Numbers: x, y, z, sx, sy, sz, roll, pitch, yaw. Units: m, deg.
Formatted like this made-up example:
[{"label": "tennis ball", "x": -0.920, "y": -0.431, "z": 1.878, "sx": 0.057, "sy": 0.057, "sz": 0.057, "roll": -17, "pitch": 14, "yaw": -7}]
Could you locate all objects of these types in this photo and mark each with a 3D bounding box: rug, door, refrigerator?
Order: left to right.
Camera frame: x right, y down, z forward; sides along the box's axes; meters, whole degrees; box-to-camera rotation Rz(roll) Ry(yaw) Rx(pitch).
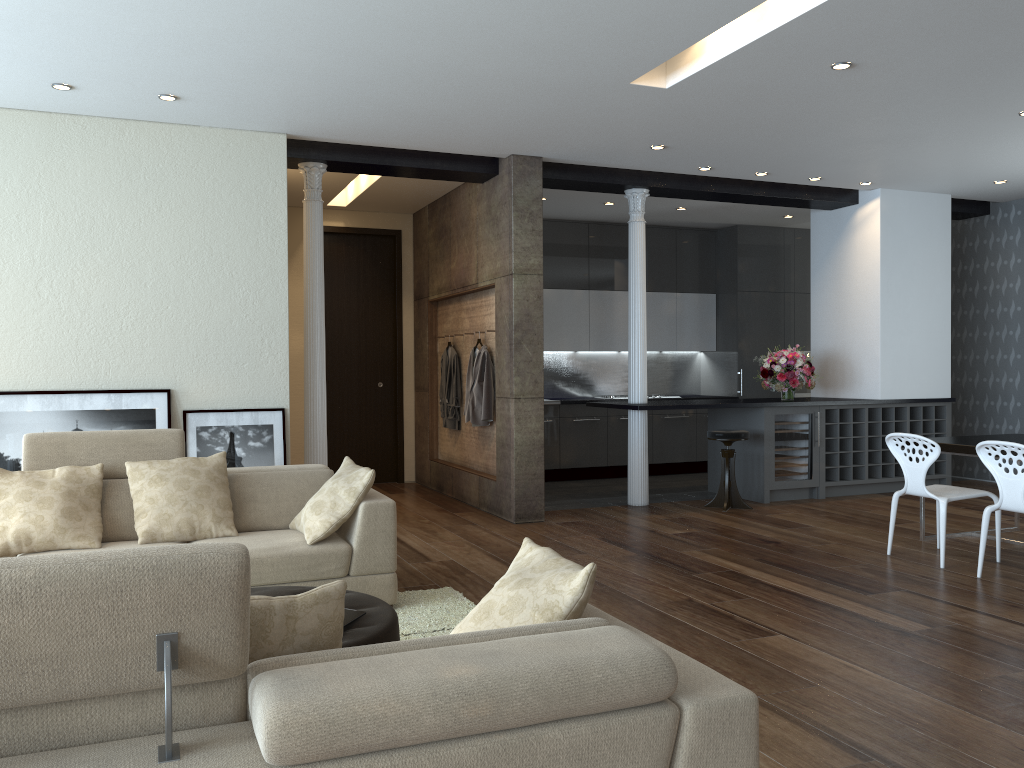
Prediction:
[{"label": "rug", "x": -1.748, "y": 1.218, "z": 2.891, "sx": 4.231, "sy": 0.020, "sz": 2.972, "roll": -1, "pitch": 1, "yaw": -22}, {"label": "door", "x": -1.733, "y": -0.295, "z": 9.764, "sx": 1.037, "sy": 2.814, "sz": 0.246, "roll": -1, "pitch": 1, "yaw": -22}, {"label": "refrigerator", "x": 2.651, "y": 0.595, "z": 8.351, "sx": 0.578, "sy": 0.774, "sz": 0.075, "roll": -1, "pitch": 1, "yaw": -18}]

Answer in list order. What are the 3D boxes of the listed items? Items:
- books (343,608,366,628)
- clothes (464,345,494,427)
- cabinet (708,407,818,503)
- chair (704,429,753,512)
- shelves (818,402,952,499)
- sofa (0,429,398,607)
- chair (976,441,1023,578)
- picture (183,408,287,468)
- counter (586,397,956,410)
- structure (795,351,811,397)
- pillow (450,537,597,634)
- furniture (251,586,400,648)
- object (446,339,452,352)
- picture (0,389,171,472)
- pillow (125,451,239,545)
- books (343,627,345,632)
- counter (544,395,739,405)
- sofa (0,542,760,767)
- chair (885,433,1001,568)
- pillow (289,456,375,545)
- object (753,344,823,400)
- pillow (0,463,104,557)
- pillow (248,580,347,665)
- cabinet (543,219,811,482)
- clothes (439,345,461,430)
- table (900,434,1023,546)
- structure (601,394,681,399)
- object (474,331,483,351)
[{"label": "books", "x": -0.679, "y": 0.834, "z": 3.157, "sx": 0.220, "sy": 0.040, "sz": 0.301, "roll": 0, "pitch": 1, "yaw": 13}, {"label": "clothes", "x": -0.313, "y": 0.018, "z": 8.069, "sx": 0.173, "sy": 0.735, "sz": 0.700, "roll": -1, "pitch": 1, "yaw": -24}, {"label": "cabinet", "x": 2.462, "y": 0.649, "z": 8.741, "sx": 0.642, "sy": 0.897, "sz": 0.900, "roll": -1, "pitch": 1, "yaw": -22}, {"label": "chair", "x": 2.458, "y": 0.946, "z": 4.634, "sx": 16.134, "sy": 0.952, "sz": 21.556, "roll": -1, "pitch": 1, "yaw": -22}, {"label": "shelves", "x": 3.546, "y": 0.634, "z": 9.182, "sx": 1.700, "sy": 0.897, "sz": 0.900, "roll": -1, "pitch": 1, "yaw": -22}, {"label": "sofa", "x": -1.967, "y": 0.727, "z": 4.557, "sx": 2.581, "sy": 0.950, "sz": 1.021, "roll": -1, "pitch": 1, "yaw": -22}, {"label": "chair", "x": 3.034, "y": 0.737, "z": 5.141, "sx": 0.581, "sy": 0.835, "sz": 0.495, "roll": -1, "pitch": 1, "yaw": -22}, {"label": "picture", "x": -1.957, "y": 0.676, "z": 6.303, "sx": 0.700, "sy": 0.988, "sz": 0.195, "roll": -1, "pitch": 1, "yaw": -22}, {"label": "counter", "x": 2.617, "y": 0.178, "z": 8.798, "sx": 3.700, "sy": 0.040, "sz": 1.000, "roll": -1, "pitch": 1, "yaw": -22}, {"label": "structure", "x": 3.708, "y": -0.123, "z": 11.426, "sx": 0.595, "sy": 0.596, "sz": 0.591, "roll": -1, "pitch": 1, "yaw": -22}, {"label": "pillow", "x": -0.003, "y": 0.642, "z": 2.415, "sx": 0.395, "sy": 0.393, "sz": 0.518, "roll": -1, "pitch": 1, "yaw": -19}, {"label": "furniture", "x": -0.941, "y": 1.020, "z": 3.241, "sx": 1.057, "sy": 0.355, "sz": 1.057, "roll": -1, "pitch": 1, "yaw": -20}, {"label": "object", "x": -0.627, "y": -0.382, "z": 8.898, "sx": 0.010, "sy": 0.219, "sz": 0.430, "roll": -1, "pitch": 1, "yaw": -22}, {"label": "picture", "x": -2.898, "y": 0.615, "z": 5.905, "sx": 1.183, "sy": 1.140, "sz": 0.225, "roll": -1, "pitch": 1, "yaw": -22}, {"label": "pillow", "x": -1.737, "y": 0.594, "z": 4.663, "sx": 0.534, "sy": 0.439, "sz": 0.301, "roll": -1, "pitch": 1, "yaw": -26}, {"label": "books", "x": -0.704, "y": 0.842, "z": 3.163, "sx": 0.219, "sy": 0.031, "sz": 0.300, "roll": -1, "pitch": 1, "yaw": -7}, {"label": "counter", "x": 0.930, "y": 0.284, "z": 10.433, "sx": 3.597, "sy": 0.223, "sz": 0.807, "roll": -1, "pitch": 1, "yaw": -22}, {"label": "sofa", "x": -0.858, "y": 0.765, "z": 1.827, "sx": 2.581, "sy": 0.950, "sz": 1.021, "roll": -1, "pitch": 1, "yaw": -22}, {"label": "chair", "x": 2.774, "y": 0.727, "z": 5.793, "sx": 0.581, "sy": 0.835, "sz": 0.495, "roll": -1, "pitch": 1, "yaw": -22}, {"label": "pillow", "x": -0.943, "y": 0.609, "z": 4.729, "sx": 0.395, "sy": 0.393, "sz": 0.518, "roll": -1, "pitch": 1, "yaw": -26}, {"label": "object", "x": 2.709, "y": -0.115, "z": 8.724, "sx": 0.544, "sy": 0.552, "sz": 0.570, "roll": -1, "pitch": 1, "yaw": -16}, {"label": "pillow", "x": -2.311, "y": 0.612, "z": 4.417, "sx": 0.519, "sy": 0.416, "sz": 0.368, "roll": -1, "pitch": 1, "yaw": -27}, {"label": "pillow", "x": -0.618, "y": 0.632, "z": 1.908, "sx": 0.534, "sy": 0.439, "sz": 0.301, "roll": -1, "pitch": 1, "yaw": -19}, {"label": "cabinet", "x": 2.694, "y": -0.441, "z": 11.129, "sx": 7.409, "sy": 2.980, "sz": 0.827, "roll": -1, "pitch": 1, "yaw": -22}, {"label": "clothes", "x": -0.642, "y": 0.032, "z": 8.906, "sx": 0.141, "sy": 0.855, "sz": 0.569, "roll": -1, "pitch": 1, "yaw": -22}, {"label": "table", "x": 4.020, "y": 0.782, "z": 5.120, "sx": 1.200, "sy": 0.733, "sz": 3.400, "roll": -1, "pitch": 1, "yaw": -22}, {"label": "structure", "x": 1.504, "y": 0.167, "z": 10.619, "sx": 0.900, "sy": 0.066, "sz": 0.520, "roll": -1, "pitch": 1, "yaw": -22}, {"label": "object", "x": -0.298, "y": -0.370, "z": 8.058, "sx": 0.010, "sy": 0.219, "sz": 0.430, "roll": -1, "pitch": 1, "yaw": -22}]
